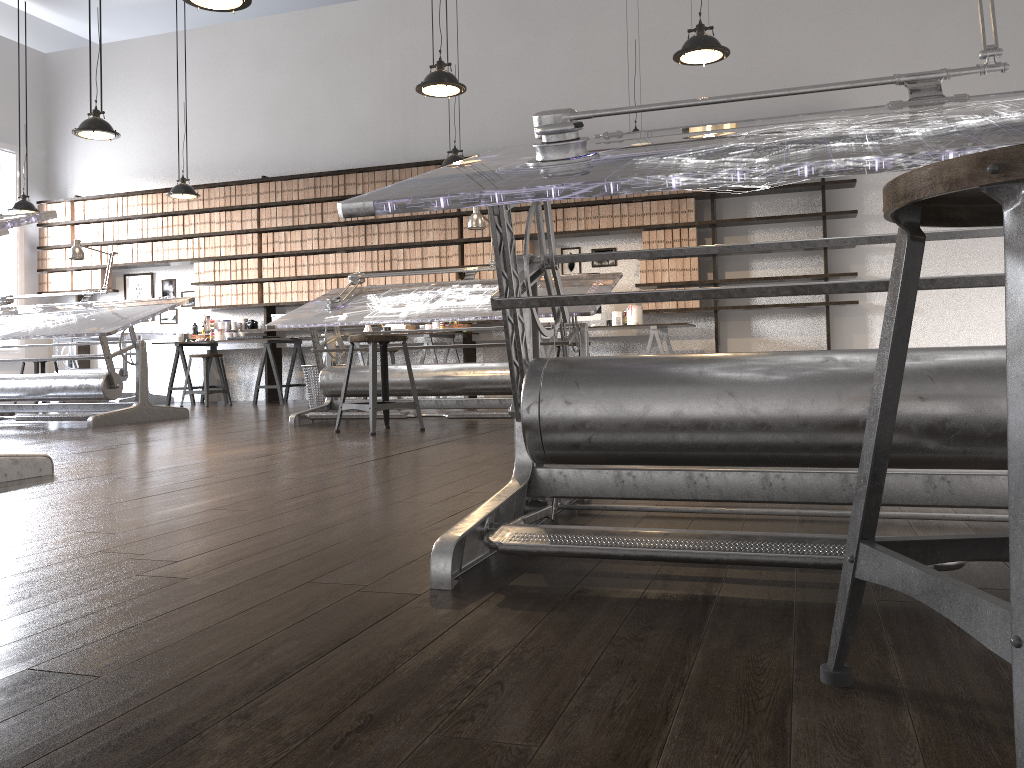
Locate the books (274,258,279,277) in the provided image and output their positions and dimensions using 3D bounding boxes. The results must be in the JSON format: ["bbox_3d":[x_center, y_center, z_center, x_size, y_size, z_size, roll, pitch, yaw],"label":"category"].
[{"bbox_3d":[-2.522,-1.257,9.664,0.067,0.226,0.174,-2,-1,18],"label":"books"}]

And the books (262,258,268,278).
[{"bbox_3d":[-2.658,-1.255,9.712,0.066,0.226,0.174,-2,-1,18],"label":"books"}]

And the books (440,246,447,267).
[{"bbox_3d":[-0.669,-1.290,9.061,0.066,0.226,0.174,-2,-1,18],"label":"books"}]

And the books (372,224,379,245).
[{"bbox_3d":[-1.399,-1.554,9.303,0.066,0.226,0.174,-2,-1,18],"label":"books"}]

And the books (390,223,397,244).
[{"bbox_3d":[-1.201,-1.558,9.236,0.067,0.226,0.174,-2,-1,18],"label":"books"}]

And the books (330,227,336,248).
[{"bbox_3d":[-1.868,-1.546,9.458,0.066,0.226,0.174,-2,-1,18],"label":"books"}]

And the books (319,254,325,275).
[{"bbox_3d":[-1.992,-1.266,9.490,0.067,0.226,0.174,-2,-1,18],"label":"books"}]

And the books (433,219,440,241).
[{"bbox_3d":[-0.741,-1.566,9.085,0.066,0.226,0.174,-2,-1,18],"label":"books"}]

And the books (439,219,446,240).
[{"bbox_3d":[-0.678,-1.567,9.064,0.067,0.226,0.174,-2,-1,18],"label":"books"}]

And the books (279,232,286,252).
[{"bbox_3d":[-2.458,-1.536,9.651,0.066,0.226,0.174,-2,-1,18],"label":"books"}]

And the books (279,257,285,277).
[{"bbox_3d":[-2.461,-1.258,9.648,0.066,0.226,0.174,-2,-1,18],"label":"books"}]

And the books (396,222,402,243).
[{"bbox_3d":[-1.136,-1.559,9.220,0.066,0.226,0.174,-2,-1,18],"label":"books"}]

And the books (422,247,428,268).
[{"bbox_3d":[-0.859,-1.286,9.123,0.066,0.226,0.174,-2,-1,18],"label":"books"}]

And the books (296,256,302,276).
[{"bbox_3d":[-2.256,-1.262,9.584,0.066,0.226,0.174,-2,-1,18],"label":"books"}]

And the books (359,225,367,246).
[{"bbox_3d":[-1.538,-1.552,9.348,0.067,0.226,0.174,-2,-1,18],"label":"books"}]

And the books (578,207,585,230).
[{"bbox_3d":[0.694,-1.597,8.617,0.066,0.226,0.174,-2,-1,18],"label":"books"}]

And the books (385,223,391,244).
[{"bbox_3d":[-1.263,-1.557,9.263,0.066,0.226,0.174,-2,-1,18],"label":"books"}]

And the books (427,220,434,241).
[{"bbox_3d":[-0.809,-1.565,9.111,0.066,0.226,0.174,-2,-1,18],"label":"books"}]

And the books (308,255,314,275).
[{"bbox_3d":[-2.121,-1.264,9.539,0.066,0.226,0.174,-2,-1,18],"label":"books"}]

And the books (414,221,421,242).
[{"bbox_3d":[-0.941,-1.562,9.156,0.066,0.226,0.174,-2,-1,18],"label":"books"}]

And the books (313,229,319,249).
[{"bbox_3d":[-2.068,-1.543,9.522,0.067,0.226,0.174,-2,-1,18],"label":"books"}]

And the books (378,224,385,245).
[{"bbox_3d":[-1.331,-1.556,9.285,0.066,0.226,0.174,-2,-1,18],"label":"books"}]

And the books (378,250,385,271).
[{"bbox_3d":[-1.329,-1.278,9.279,0.066,0.226,0.174,-2,-1,18],"label":"books"}]

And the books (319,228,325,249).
[{"bbox_3d":[-2.000,-1.544,9.504,0.066,0.226,0.174,-2,-1,18],"label":"books"}]

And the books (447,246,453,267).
[{"bbox_3d":[-0.602,-1.291,9.041,0.066,0.226,0.174,-2,-1,18],"label":"books"}]

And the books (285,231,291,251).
[{"bbox_3d":[-2.389,-1.537,9.633,0.066,0.226,0.174,-2,-1,18],"label":"books"}]

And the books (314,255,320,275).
[{"bbox_3d":[-2.054,-1.265,9.517,0.066,0.226,0.174,-2,-1,18],"label":"books"}]

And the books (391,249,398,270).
[{"bbox_3d":[-1.187,-1.281,9.233,0.066,0.226,0.174,-2,-1,18],"label":"books"}]

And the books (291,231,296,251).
[{"bbox_3d":[-2.322,-1.538,9.610,0.066,0.226,0.174,-2,-1,18],"label":"books"}]

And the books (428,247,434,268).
[{"bbox_3d":[-0.799,-1.287,9.102,0.066,0.226,0.174,-2,-1,18],"label":"books"}]

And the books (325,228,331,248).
[{"bbox_3d":[-1.933,-1.545,9.484,0.066,0.226,0.174,-2,-1,18],"label":"books"}]

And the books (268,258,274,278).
[{"bbox_3d":[-2.591,-1.256,9.687,0.066,0.226,0.174,-2,-1,18],"label":"books"}]

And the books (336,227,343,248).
[{"bbox_3d":[-1.800,-1.547,9.433,0.066,0.226,0.174,-2,-1,18],"label":"books"}]

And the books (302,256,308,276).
[{"bbox_3d":[-2.190,-1.263,9.557,0.066,0.226,0.174,-2,-1,18],"label":"books"}]

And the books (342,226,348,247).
[{"bbox_3d":[-1.731,-1.548,9.410,0.067,0.226,0.174,-2,-1,18],"label":"books"}]

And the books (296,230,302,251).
[{"bbox_3d":[-2.260,-1.539,9.584,0.067,0.226,0.174,-2,-1,18],"label":"books"}]

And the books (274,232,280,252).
[{"bbox_3d":[-2.524,-1.535,9.677,0.066,0.226,0.174,-2,-1,18],"label":"books"}]

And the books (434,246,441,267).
[{"bbox_3d":[-0.737,-1.288,9.079,0.067,0.226,0.174,-2,-1,18],"label":"books"}]

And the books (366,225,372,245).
[{"bbox_3d":[-1.465,-1.553,9.330,0.066,0.226,0.174,-2,-1,18],"label":"books"}]

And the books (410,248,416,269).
[{"bbox_3d":[-0.986,-1.284,9.166,0.066,0.226,0.174,-2,-1,18],"label":"books"}]

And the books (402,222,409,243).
[{"bbox_3d":[-1.077,-1.560,9.199,0.066,0.226,0.174,-2,-1,18],"label":"books"}]

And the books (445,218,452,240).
[{"bbox_3d":[-0.617,-1.568,9.049,0.066,0.226,0.174,-2,-1,18],"label":"books"}]

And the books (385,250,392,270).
[{"bbox_3d":[-1.261,-1.279,9.251,0.067,0.226,0.174,-2,-1,18],"label":"books"}]

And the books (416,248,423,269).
[{"bbox_3d":[-0.923,-1.285,9.139,0.067,0.226,0.174,-2,-1,18],"label":"books"}]

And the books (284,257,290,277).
[{"bbox_3d":[-2.398,-1.259,9.630,0.066,0.226,0.174,-2,-1,18],"label":"books"}]

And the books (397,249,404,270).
[{"bbox_3d":[-1.121,-1.282,9.206,0.066,0.226,0.174,-2,-1,18],"label":"books"}]

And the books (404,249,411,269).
[{"bbox_3d":[-1.053,-1.283,9.188,0.066,0.226,0.174,-2,-1,18],"label":"books"}]

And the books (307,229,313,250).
[{"bbox_3d":[-2.136,-1.541,9.546,0.066,0.226,0.174,-2,-1,18],"label":"books"}]

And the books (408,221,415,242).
[{"bbox_3d":[-1.009,-1.561,9.174,0.067,0.226,0.174,-2,-1,18],"label":"books"}]

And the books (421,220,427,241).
[{"bbox_3d":[-0.874,-1.564,9.136,0.066,0.226,0.174,-2,-1,18],"label":"books"}]

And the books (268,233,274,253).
[{"bbox_3d":[-2.597,-1.533,9.696,0.067,0.226,0.174,-2,-1,18],"label":"books"}]

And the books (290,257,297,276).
[{"bbox_3d":[-2.329,-1.261,9.602,0.067,0.226,0.174,-2,-1,18],"label":"books"}]

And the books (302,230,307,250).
[{"bbox_3d":[-2.195,-1.541,9.568,0.066,0.226,0.174,-2,-1,18],"label":"books"}]

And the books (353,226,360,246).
[{"bbox_3d":[-1.607,-1.551,9.376,0.066,0.226,0.174,-2,-1,18],"label":"books"}]

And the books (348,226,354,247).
[{"bbox_3d":[-1.670,-1.550,9.394,0.066,0.226,0.174,-2,-1,18],"label":"books"}]
